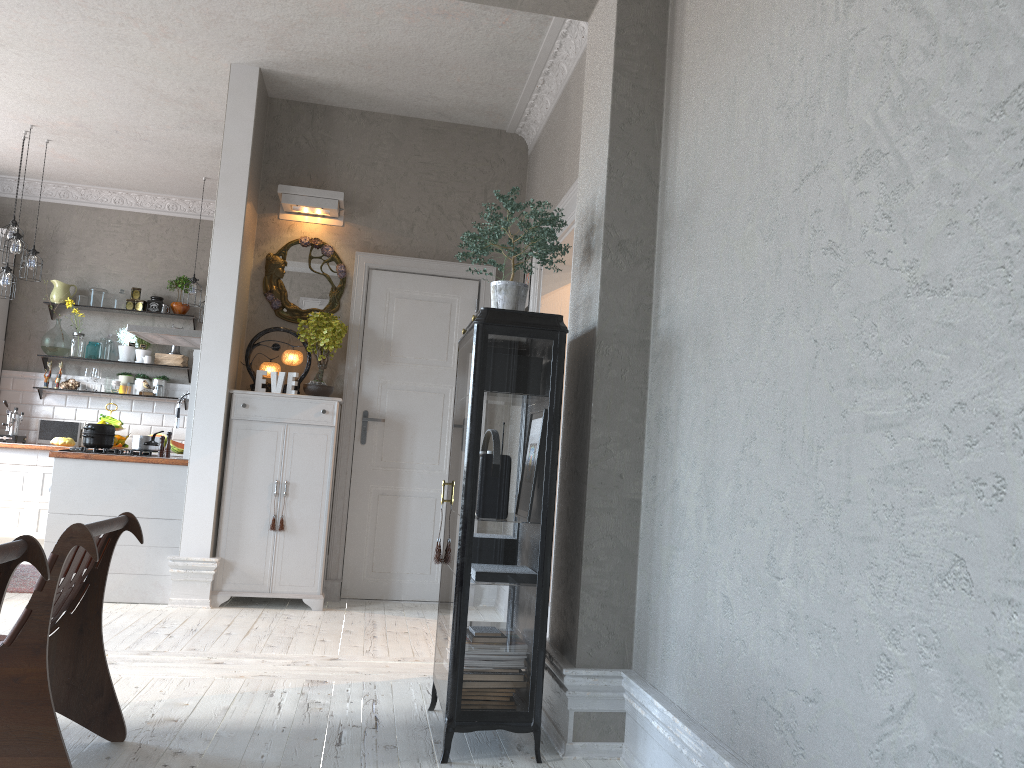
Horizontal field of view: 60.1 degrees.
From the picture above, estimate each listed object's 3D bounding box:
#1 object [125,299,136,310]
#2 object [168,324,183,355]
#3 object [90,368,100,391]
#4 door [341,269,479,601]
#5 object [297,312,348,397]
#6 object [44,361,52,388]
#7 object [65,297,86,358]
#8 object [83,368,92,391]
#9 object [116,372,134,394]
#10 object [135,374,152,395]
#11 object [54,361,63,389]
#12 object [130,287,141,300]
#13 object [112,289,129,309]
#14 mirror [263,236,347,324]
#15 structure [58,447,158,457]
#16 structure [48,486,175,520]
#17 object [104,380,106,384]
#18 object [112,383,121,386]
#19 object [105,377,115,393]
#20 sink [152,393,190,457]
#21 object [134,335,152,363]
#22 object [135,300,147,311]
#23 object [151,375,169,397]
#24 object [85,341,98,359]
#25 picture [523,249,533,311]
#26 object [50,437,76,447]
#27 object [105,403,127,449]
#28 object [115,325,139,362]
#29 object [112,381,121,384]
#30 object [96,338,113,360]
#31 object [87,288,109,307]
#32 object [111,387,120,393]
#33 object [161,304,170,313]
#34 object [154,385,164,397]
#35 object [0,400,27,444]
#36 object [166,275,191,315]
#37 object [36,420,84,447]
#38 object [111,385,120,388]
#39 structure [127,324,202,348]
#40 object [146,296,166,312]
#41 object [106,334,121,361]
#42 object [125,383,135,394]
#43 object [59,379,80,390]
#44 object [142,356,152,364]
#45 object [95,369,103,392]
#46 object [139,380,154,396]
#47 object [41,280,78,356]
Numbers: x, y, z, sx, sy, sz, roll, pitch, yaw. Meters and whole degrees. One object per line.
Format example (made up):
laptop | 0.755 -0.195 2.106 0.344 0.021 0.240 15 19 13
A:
object | -3.592 -0.738 8.351 0.083 0.113 0.082 5 -5 -10
object | -3.195 -0.415 8.432 0.133 0.288 0.128 7 -6 -25
object | -3.853 -0.039 8.184 0.083 0.217 0.080 6 -6 -24
door | -0.668 0.341 5.939 0.757 2.183 0.079 5 -6 -11
object | -1.208 -0.185 5.658 0.292 0.553 0.346 2 -6 24
object | -4.295 -0.088 8.195 0.054 0.264 0.060 8 -7 -39
object | -4.029 -0.515 8.155 0.194 0.540 0.277 6 -6 -18
object | -3.956 -0.038 8.259 0.083 0.217 0.080 6 -6 -24
object | -3.651 -0.012 8.340 0.159 0.217 0.153 7 -6 -30
object | -3.499 0.006 8.378 0.171 0.214 0.149 2 -6 20
object | -4.188 -0.080 8.199 0.052 0.264 0.062 1 -6 26
object | -3.548 -0.847 8.356 0.084 0.113 0.081 7 -6 -30
object | -3.723 -0.792 8.431 0.137 0.220 0.143 0 -7 39
mirror | -1.374 -0.693 5.877 0.537 0.593 0.070 5 -6 -11
structure | -2.483 0.425 5.569 0.500 0.031 0.601 5 -5 -10
structure | -2.482 0.788 5.535 0.623 0.623 0.617 5 -5 -10
object | -3.785 0.011 8.303 0.077 0.083 0.078 3 -5 8
object | -3.670 0.024 8.205 0.077 0.051 0.077 3 -5 9
object | -3.744 0.013 8.235 0.080 0.139 0.077 8 -7 -37
sink | -2.437 0.397 6.236 0.532 0.720 0.482 5 -5 -10
object | -3.473 -0.378 8.349 0.166 0.380 0.188 -1 -7 41
object | -3.505 -0.731 8.364 0.083 0.113 0.083 4 -5 0
object | -3.338 0.022 8.417 0.160 0.213 0.151 5 -6 -12
object | -3.925 -0.308 8.305 0.127 0.172 0.125 5 -5 -6
picture | 0.101 -0.673 5.853 0.012 0.417 0.280 5 -5 -9
object | -3.969 0.511 7.832 0.198 0.083 0.188 5 -5 -9
object | -3.669 0.384 8.072 0.358 0.426 0.346 6 -6 -25
object | -3.613 -0.373 8.373 0.243 0.354 0.235 3 -5 8
object | -3.668 -0.001 8.208 0.078 0.051 0.076 6 -6 -24
object | -3.788 -0.321 8.243 0.124 0.206 0.126 3 -6 13
object | -3.886 -0.798 8.303 0.169 0.184 0.175 1 -6 29
object | -3.673 0.058 8.202 0.078 0.051 0.076 6 -6 -17
object | -3.267 -0.707 8.360 0.094 0.096 0.074 5 -5 -9
object | -3.305 0.063 8.305 0.079 0.108 0.077 6 -6 -16
object | -4.456 0.338 7.866 0.207 0.370 0.350 5 -5 -9
object | -3.144 -0.842 8.448 0.258 0.397 0.243 3 -6 15
object | -4.091 0.448 8.018 0.354 0.226 0.087 5 -6 -11
object | -3.671 0.041 8.204 0.078 0.051 0.076 6 -6 -17
structure | -2.384 -1.108 6.774 0.718 1.596 0.706 5 -6 -10
object | -3.389 -0.747 8.439 0.143 0.174 0.141 5 -5 -10
object | -3.787 -0.335 8.397 0.132 0.264 0.131 4 -5 -4
object | -3.565 0.044 8.280 0.079 0.108 0.077 6 -6 -16
object | -4.088 0.001 8.188 0.180 0.111 0.094 7 -6 -33
object | -3.408 -0.226 8.285 0.104 0.071 0.063 2 -6 20
object | -3.870 -0.032 8.271 0.083 0.217 0.080 6 -6 -24
object | -3.414 0.039 8.303 0.121 0.147 0.098 9 -7 -42
object | -4.203 -0.594 8.171 0.341 0.674 0.331 9 -7 -41
